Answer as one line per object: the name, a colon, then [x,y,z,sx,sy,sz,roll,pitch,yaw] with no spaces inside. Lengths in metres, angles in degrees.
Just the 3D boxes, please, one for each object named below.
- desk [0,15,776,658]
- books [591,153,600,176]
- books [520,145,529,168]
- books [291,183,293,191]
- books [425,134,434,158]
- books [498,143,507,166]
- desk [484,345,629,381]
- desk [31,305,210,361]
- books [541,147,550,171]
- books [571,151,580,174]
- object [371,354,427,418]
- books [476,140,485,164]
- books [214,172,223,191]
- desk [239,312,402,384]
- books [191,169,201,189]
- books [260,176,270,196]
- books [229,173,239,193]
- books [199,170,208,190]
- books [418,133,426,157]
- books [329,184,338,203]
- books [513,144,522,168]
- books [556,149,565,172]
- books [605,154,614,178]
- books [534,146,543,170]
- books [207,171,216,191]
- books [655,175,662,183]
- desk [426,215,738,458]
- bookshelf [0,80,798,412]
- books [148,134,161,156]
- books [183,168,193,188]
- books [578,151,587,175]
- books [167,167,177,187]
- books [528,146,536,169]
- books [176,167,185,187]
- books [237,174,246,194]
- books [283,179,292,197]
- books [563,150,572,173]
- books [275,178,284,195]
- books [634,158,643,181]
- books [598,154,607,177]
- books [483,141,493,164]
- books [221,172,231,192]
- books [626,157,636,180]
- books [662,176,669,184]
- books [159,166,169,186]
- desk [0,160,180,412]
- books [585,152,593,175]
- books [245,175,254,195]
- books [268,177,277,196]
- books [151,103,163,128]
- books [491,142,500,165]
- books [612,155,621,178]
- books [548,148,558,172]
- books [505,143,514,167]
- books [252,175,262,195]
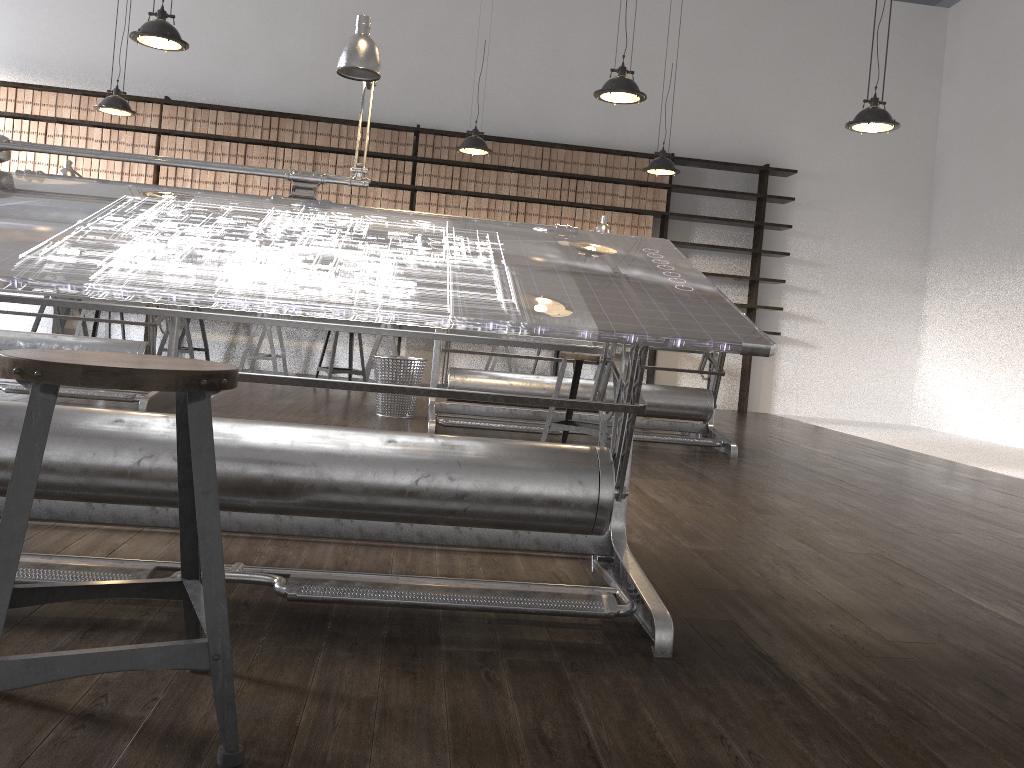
desk: [-0.553,-0.263,2.148,2.067,1.386,1.078,5,2,-6]
books: [0.798,-2.125,8.640,0.066,0.225,0.175,5,2,-6]
books: [0.117,-2.182,8.564,0.067,0.225,0.175,5,2,-6]
books: [-2.038,-1.806,8.346,0.067,0.225,0.175,5,2,-6]
books: [-0.787,-2.257,8.469,0.067,0.225,0.175,5,2,-6]
books: [-0.096,-2.200,8.549,0.066,0.225,0.175,5,2,-6]
desk: [0.422,-0.180,8.252,1.667,0.669,0.657,5,2,-6]
desk: [-3.446,-0.500,7.840,1.667,0.669,0.657,5,2,-6]
books: [0.317,-2.165,8.587,0.067,0.225,0.175,5,2,-6]
books: [0.602,-2.142,8.622,0.066,0.225,0.175,5,2,-6]
object: [-0.731,0.016,5.630,0.353,0.377,0.353,6,2,15]
books: [-0.307,-2.217,8.523,0.066,0.225,0.175,5,2,-6]
books: [-2.724,-1.864,8.277,0.066,0.225,0.175,5,2,-6]
desk: [-1.698,-0.355,8.027,1.667,0.669,0.657,5,2,-6]
books: [-2.928,-1.880,8.256,0.066,0.225,0.175,5,2,-6]
books: [-2.310,-1.829,8.316,0.066,0.225,0.175,5,2,-6]
books: [-2.590,-1.852,8.288,0.067,0.225,0.175,5,2,-6]
books: [-2.858,-1.875,8.264,0.066,0.225,0.175,5,2,-6]
books: [-0.861,-2.263,8.467,0.066,0.225,0.175,5,2,-6]
books: [-1.686,-1.777,8.383,0.067,0.225,0.175,5,2,-6]
books: [0.045,-2.188,8.557,0.066,0.225,0.175,5,2,-6]
books: [0.462,-2.153,8.603,0.066,0.225,0.175,5,2,-6]
books: [0.939,-2.114,8.657,0.066,0.225,0.175,5,2,-6]
books: [0.244,-2.172,8.585,0.066,0.225,0.175,5,2,-6]
books: [-2.790,-1.869,8.265,0.067,0.225,0.175,5,2,-6]
books: [1.426,-2.074,8.711,0.066,0.225,0.175,5,2,-6]
desk: [0.414,-0.376,5.455,2.067,1.386,1.078,5,2,-6]
bookshelf: [-1.878,-0.952,8.466,9.171,3.206,0.374,5,1,-6]
books: [-3.306,-2.187,8.206,0.067,0.225,0.175,5,2,-6]
books: [-2.997,-1.886,8.245,0.066,0.225,0.175,5,2,-6]
books: [0.670,-2.136,8.624,0.067,0.225,0.175,5,2,-6]
books: [-3.142,-1.898,8.229,0.067,0.225,0.175,5,2,-6]
books: [0.179,-2.177,8.575,0.066,0.225,0.175,5,2,-6]
books: [-3.068,-1.892,8.242,0.066,0.225,0.175,5,2,-6]
books: [-2.521,-1.847,8.299,0.066,0.225,0.175,5,2,-6]
books: [-2.112,-1.813,8.344,0.066,0.225,0.175,5,2,-6]
books: [0.532,-2.148,8.615,0.066,0.225,0.175,5,2,-6]
books: [-2.176,-1.818,8.334,0.066,0.225,0.175,5,2,-6]
books: [1.221,-2.090,8.682,0.067,0.225,0.175,5,2,-6]
books: [0.870,-2.119,8.646,0.067,0.225,0.175,5,2,-6]
books: [-0.235,-2.211,8.528,0.067,0.225,0.175,5,2,-6]
books: [-2.662,-1.858,8.282,0.066,0.225,0.175,5,2,-6]
books: [1.150,-2.096,8.674,0.066,0.225,0.175,5,2,-6]
books: [1.496,-2.068,8.715,0.066,0.225,0.175,5,2,-6]
books: [-3.216,-1.904,8.226,0.066,0.225,0.175,5,2,-6]
desk: [-2.907,-0.651,5.102,2.278,1.386,1.078,5,2,-6]
books: [0.735,-2.131,8.635,0.066,0.225,0.175,5,2,-6]
books: [-2.452,-1.841,8.308,0.066,0.225,0.175,5,2,-6]
books: [-2.239,-1.823,8.323,0.067,0.225,0.175,5,2,-6]
books: [-3.274,-2.463,8.204,0.066,0.225,0.175,5,2,-6]
books: [-0.165,-2.205,8.540,0.066,0.225,0.175,5,2,-6]
books: [1.008,-2.108,8.667,0.066,0.225,0.175,5,2,-6]
books: [0.391,-2.159,8.600,0.066,0.225,0.175,5,2,-6]
books: [-0.027,-2.194,8.553,0.066,0.225,0.175,5,2,-6]
books: [-2.382,-1.835,8.312,0.066,0.225,0.175,5,2,-6]
